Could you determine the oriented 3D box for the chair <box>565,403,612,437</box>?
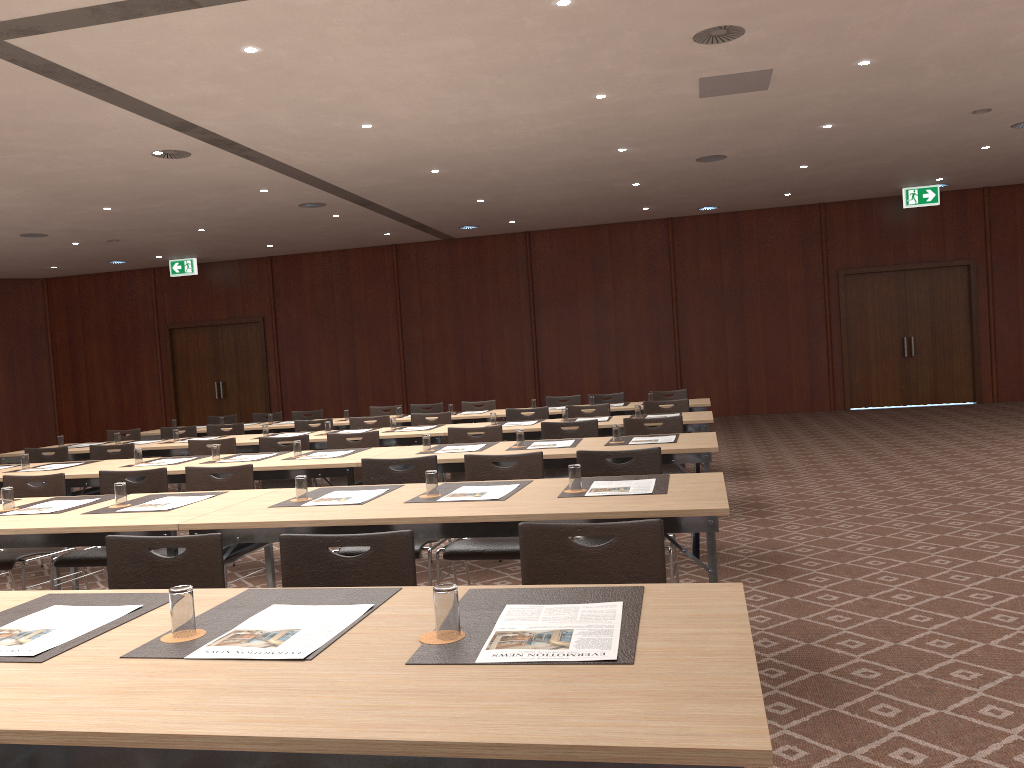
[{"bbox_3d":[0.734,0.673,8.448,0.536,0.940,0.613,-3,2,10],"label":"chair"}]

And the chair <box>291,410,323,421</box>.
[{"bbox_3d":[-2.630,0.815,11.215,0.536,0.940,0.613,-3,2,12],"label":"chair"}]

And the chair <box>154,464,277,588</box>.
[{"bbox_3d":[-1.685,0.939,4.926,0.536,0.940,0.613,-3,2,14],"label":"chair"}]

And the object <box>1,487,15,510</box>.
[{"bbox_3d":[-2.579,0.585,4.537,0.054,0.114,0.054,-6,3,-44],"label":"object"}]

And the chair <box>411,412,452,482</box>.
[{"bbox_3d":[-0.837,0.765,8.865,0.536,0.940,0.613,-3,2,15],"label":"chair"}]

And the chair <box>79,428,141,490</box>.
[{"bbox_3d":[-4.283,0.972,9.607,0.536,0.940,0.613,-3,2,15],"label":"chair"}]

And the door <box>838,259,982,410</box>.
[{"bbox_3d":[7.526,-0.912,16.848,2.423,2.701,0.200,-3,2,12],"label":"door"}]

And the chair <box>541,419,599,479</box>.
[{"bbox_3d":[0.430,0.750,6.549,0.536,0.940,0.613,-3,2,11],"label":"chair"}]

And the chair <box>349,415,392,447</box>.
[{"bbox_3d":[-1.461,0.804,8.964,0.536,0.940,0.613,-3,2,9],"label":"chair"}]

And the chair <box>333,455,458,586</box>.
[{"bbox_3d":[-0.622,0.874,4.732,0.536,0.940,0.613,-3,2,11],"label":"chair"}]

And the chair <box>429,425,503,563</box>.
[{"bbox_3d":[-0.294,0.796,6.626,0.536,0.940,0.613,-3,2,14],"label":"chair"}]

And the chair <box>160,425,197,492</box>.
[{"bbox_3d":[-3.604,0.933,9.425,0.536,0.940,0.613,-3,2,12],"label":"chair"}]

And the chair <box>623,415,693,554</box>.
[{"bbox_3d":[1.027,0.715,6.385,0.536,0.940,0.613,-3,2,14],"label":"chair"}]

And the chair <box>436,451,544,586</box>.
[{"bbox_3d":[-0.057,0.841,4.575,0.536,0.940,0.613,-3,2,14],"label":"chair"}]

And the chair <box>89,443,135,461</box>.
[{"bbox_3d":[-3.379,0.980,7.334,0.536,0.940,0.613,-3,2,13],"label":"chair"}]

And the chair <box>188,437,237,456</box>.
[{"bbox_3d":[-2.482,0.925,7.176,0.536,0.940,0.613,-3,2,12],"label":"chair"}]

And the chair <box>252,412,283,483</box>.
[{"bbox_3d":[-3.204,0.847,11.417,0.536,0.940,0.613,-3,2,14],"label":"chair"}]

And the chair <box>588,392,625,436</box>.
[{"bbox_3d":[1.128,0.587,10.449,0.536,0.940,0.613,-3,2,9],"label":"chair"}]

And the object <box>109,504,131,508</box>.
[{"bbox_3d":[-1.944,0.605,4.396,0.102,0.001,0.102,-4,2,1],"label":"object"}]

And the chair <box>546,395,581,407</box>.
[{"bbox_3d":[0.611,0.617,10.596,0.536,0.940,0.613,-3,2,14],"label":"chair"}]

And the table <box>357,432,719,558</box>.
[{"bbox_3d":[0.236,0.834,5.947,2.267,0.833,0.952,-3,2,12],"label":"table"}]

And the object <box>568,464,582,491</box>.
[{"bbox_3d":[0.279,0.414,3.922,0.054,0.114,0.054,-5,2,-22],"label":"object"}]

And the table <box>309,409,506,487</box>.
[{"bbox_3d":[-1.150,0.796,10.331,2.267,0.833,0.952,-3,2,12],"label":"table"}]

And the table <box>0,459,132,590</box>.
[{"bbox_3d":[-4.195,1.101,6.901,2.267,0.833,0.952,-3,2,12],"label":"table"}]

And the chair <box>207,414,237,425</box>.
[{"bbox_3d":[-3.826,0.885,11.516,0.536,0.940,0.613,-3,2,15],"label":"chair"}]

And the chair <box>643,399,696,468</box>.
[{"bbox_3d":[1.471,0.627,8.368,0.536,0.940,0.613,-3,2,13],"label":"chair"}]

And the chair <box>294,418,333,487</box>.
[{"bbox_3d":[-2.067,0.842,9.051,0.536,0.940,0.613,-3,2,14],"label":"chair"}]

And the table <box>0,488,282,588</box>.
[{"bbox_3d":[-2.394,1.053,4.470,2.267,0.833,0.952,-3,2,12],"label":"table"}]

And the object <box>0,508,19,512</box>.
[{"bbox_3d":[-2.580,0.643,4.537,0.102,0.001,0.102,-4,2,1],"label":"object"}]

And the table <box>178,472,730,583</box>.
[{"bbox_3d":[-0.178,0.920,3.993,2.267,0.833,0.952,-3,2,12],"label":"table"}]

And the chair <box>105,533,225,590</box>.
[{"bbox_3d":[-1.154,0.968,2.769,0.536,0.940,0.613,-3,2,14],"label":"chair"}]

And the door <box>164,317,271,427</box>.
[{"bbox_3d":[-6.549,-0.066,19.879,2.423,2.701,0.200,-3,2,12],"label":"door"}]

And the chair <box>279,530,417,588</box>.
[{"bbox_3d":[-0.510,0.931,2.587,0.536,0.940,0.613,-3,2,10],"label":"chair"}]

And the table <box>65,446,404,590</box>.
[{"bbox_3d":[-1.979,0.968,6.424,2.267,0.833,0.952,-3,2,12],"label":"table"}]

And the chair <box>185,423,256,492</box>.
[{"bbox_3d":[-3.071,0.900,9.346,0.536,0.940,0.613,-3,2,11],"label":"chair"}]

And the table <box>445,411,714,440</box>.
[{"bbox_3d":[0.651,0.749,7.900,2.267,0.833,0.952,-3,2,12],"label":"table"}]

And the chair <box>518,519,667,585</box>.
[{"bbox_3d":[0.230,0.884,2.506,0.536,0.940,0.613,-3,2,11],"label":"chair"}]

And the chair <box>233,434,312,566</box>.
[{"bbox_3d":[-1.830,0.888,6.957,0.536,0.940,0.613,-3,2,12],"label":"chair"}]

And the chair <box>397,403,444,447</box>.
[{"bbox_3d":[-1.074,0.720,10.923,0.536,0.940,0.613,-3,2,13],"label":"chair"}]

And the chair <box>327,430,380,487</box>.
[{"bbox_3d":[-1.259,0.853,6.877,0.536,0.940,0.613,-3,2,10],"label":"chair"}]

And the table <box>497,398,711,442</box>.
[{"bbox_3d":[1.065,0.663,9.854,2.267,0.833,0.952,-3,2,12],"label":"table"}]

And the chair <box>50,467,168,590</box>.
[{"bbox_3d":[-2.214,0.971,5.040,0.536,0.940,0.613,-3,2,10],"label":"chair"}]

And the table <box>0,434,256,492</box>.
[{"bbox_3d":[-3.780,1.015,8.854,2.267,0.833,0.952,-3,2,12],"label":"table"}]

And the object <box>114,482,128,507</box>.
[{"bbox_3d":[-1.941,0.547,4.400,0.054,0.114,0.054,-6,3,-44],"label":"object"}]

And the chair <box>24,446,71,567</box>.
[{"bbox_3d":[-4.023,1.018,7.508,0.536,0.940,0.613,-3,2,12],"label":"chair"}]

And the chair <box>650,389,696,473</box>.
[{"bbox_3d":[1.831,0.547,10.255,0.536,0.940,0.613,-3,2,12],"label":"chair"}]

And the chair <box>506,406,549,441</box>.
[{"bbox_3d":[0.144,0.707,8.618,0.536,0.940,0.613,-3,2,12],"label":"chair"}]

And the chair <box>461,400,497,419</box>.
[{"bbox_3d":[-0.410,0.681,10.737,0.536,0.940,0.613,-3,2,10],"label":"chair"}]

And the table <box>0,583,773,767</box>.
[{"bbox_3d":[-0.593,1.006,2.039,2.267,0.833,0.952,-3,2,12],"label":"table"}]

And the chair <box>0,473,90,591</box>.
[{"bbox_3d":[-2.854,1.011,5.135,0.536,0.940,0.613,-3,2,14],"label":"chair"}]

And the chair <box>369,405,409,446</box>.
[{"bbox_3d":[-1.599,0.750,11.072,0.536,0.940,0.613,-3,2,11],"label":"chair"}]

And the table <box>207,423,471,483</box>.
[{"bbox_3d":[-1.565,0.882,8.377,2.267,0.833,0.952,-3,2,12],"label":"table"}]

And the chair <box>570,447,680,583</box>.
[{"bbox_3d":[0.538,0.807,4.404,0.536,0.940,0.613,-3,2,13],"label":"chair"}]

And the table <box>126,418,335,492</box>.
[{"bbox_3d":[-3.366,0.929,10.808,2.267,0.833,0.952,-3,2,12],"label":"table"}]
